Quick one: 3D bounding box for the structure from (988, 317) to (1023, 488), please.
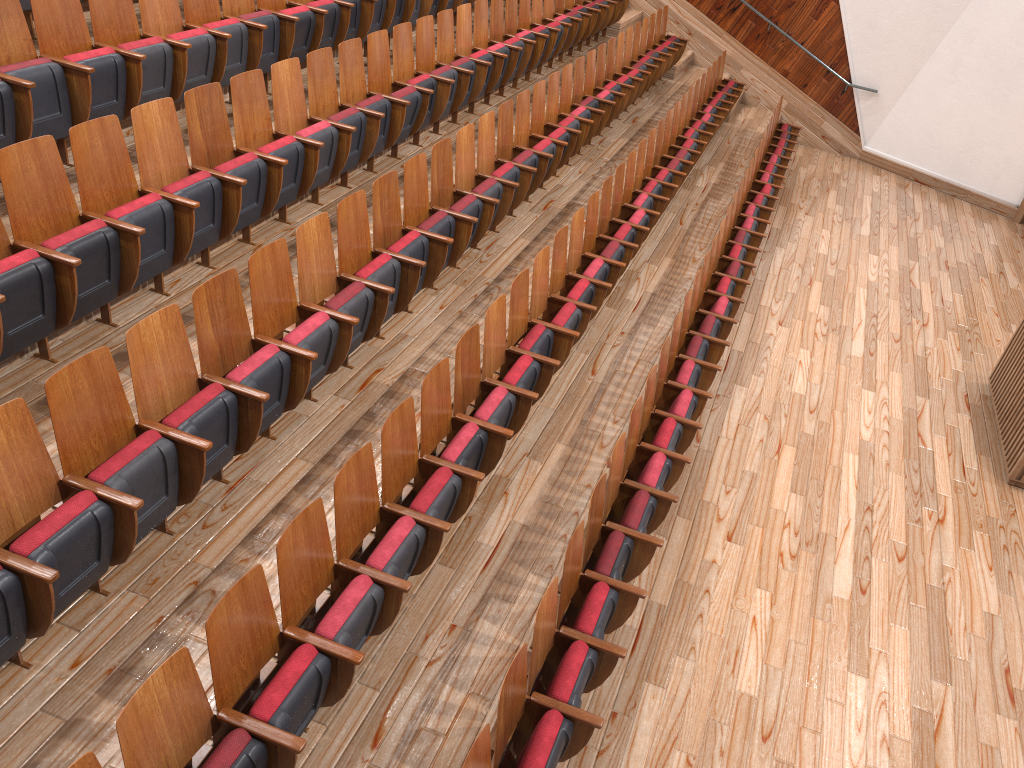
[{"bbox_3d":[0.406,0.015,0.635,0.077,0.075,0.148,19,34,11],"label":"structure"}]

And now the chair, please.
[{"bbox_3d":[-0.172,-0.284,0.614,0.764,0.397,1.121,19,34,11],"label":"chair"}]

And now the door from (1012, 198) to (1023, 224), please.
[{"bbox_3d":[0.690,-0.271,0.990,0.024,0.254,0.133,-15,42,-31],"label":"door"}]
